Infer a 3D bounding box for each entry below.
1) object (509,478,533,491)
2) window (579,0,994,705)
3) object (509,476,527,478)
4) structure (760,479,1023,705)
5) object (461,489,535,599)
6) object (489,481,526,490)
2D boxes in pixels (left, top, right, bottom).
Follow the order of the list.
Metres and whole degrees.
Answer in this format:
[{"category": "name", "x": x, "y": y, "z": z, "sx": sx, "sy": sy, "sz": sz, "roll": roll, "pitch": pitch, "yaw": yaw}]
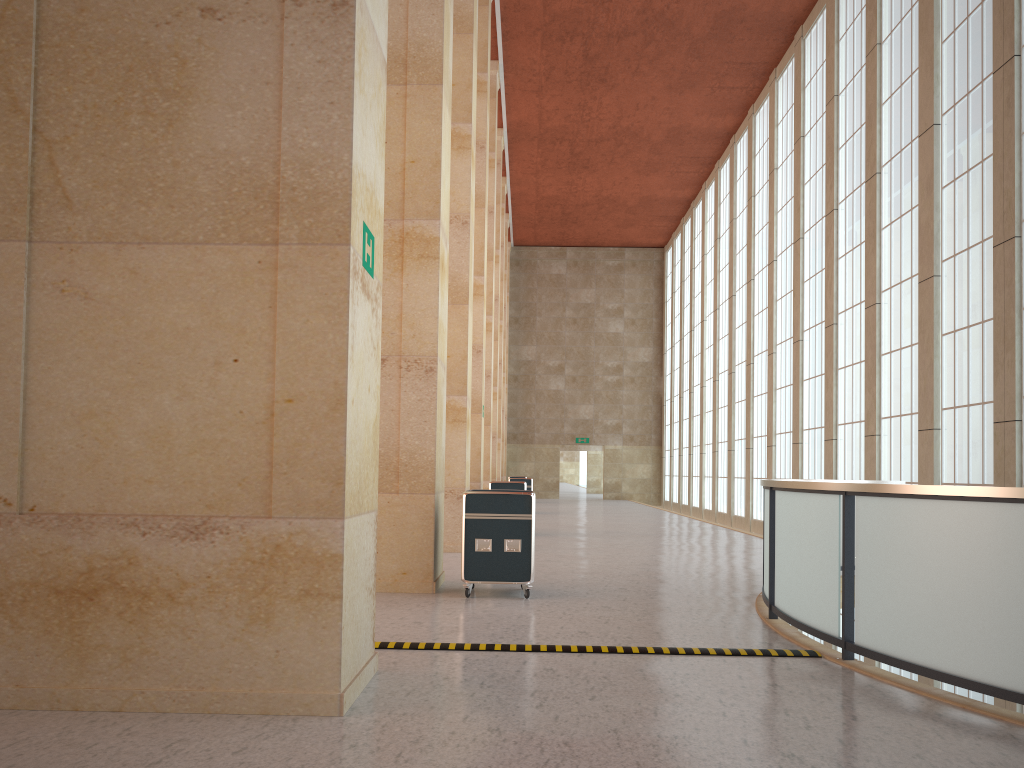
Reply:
[{"category": "object", "x": 0.379, "y": 4.933, "z": 39.170, "sx": 1.055, "sy": 1.538, "sz": 1.277, "roll": 1, "pitch": -3, "yaw": 1}, {"category": "window", "x": 10.608, "y": 6.293, "z": 75.090, "sx": 0.010, "sy": 28.556, "sz": 165.526, "roll": 1, "pitch": -6, "yaw": 1}, {"category": "object", "x": 0.324, "y": 6.224, "z": 52.263, "sx": 1.055, "sy": 1.538, "sz": 1.277, "roll": 1, "pitch": -3, "yaw": 1}, {"category": "structure", "x": 5.741, "y": 2.002, "z": 9.630, "sx": 5.245, "sy": 1.790, "sz": 13.125, "roll": 2, "pitch": -6, "yaw": -9}, {"category": "object", "x": -0.193, "y": 2.367, "z": 13.267, "sx": 1.055, "sy": 1.538, "sz": 1.277, "roll": 1, "pitch": -3, "yaw": 1}, {"category": "object", "x": -0.120, "y": 3.593, "z": 25.682, "sx": 1.055, "sy": 1.538, "sz": 1.277, "roll": 1, "pitch": -3, "yaw": 1}]
